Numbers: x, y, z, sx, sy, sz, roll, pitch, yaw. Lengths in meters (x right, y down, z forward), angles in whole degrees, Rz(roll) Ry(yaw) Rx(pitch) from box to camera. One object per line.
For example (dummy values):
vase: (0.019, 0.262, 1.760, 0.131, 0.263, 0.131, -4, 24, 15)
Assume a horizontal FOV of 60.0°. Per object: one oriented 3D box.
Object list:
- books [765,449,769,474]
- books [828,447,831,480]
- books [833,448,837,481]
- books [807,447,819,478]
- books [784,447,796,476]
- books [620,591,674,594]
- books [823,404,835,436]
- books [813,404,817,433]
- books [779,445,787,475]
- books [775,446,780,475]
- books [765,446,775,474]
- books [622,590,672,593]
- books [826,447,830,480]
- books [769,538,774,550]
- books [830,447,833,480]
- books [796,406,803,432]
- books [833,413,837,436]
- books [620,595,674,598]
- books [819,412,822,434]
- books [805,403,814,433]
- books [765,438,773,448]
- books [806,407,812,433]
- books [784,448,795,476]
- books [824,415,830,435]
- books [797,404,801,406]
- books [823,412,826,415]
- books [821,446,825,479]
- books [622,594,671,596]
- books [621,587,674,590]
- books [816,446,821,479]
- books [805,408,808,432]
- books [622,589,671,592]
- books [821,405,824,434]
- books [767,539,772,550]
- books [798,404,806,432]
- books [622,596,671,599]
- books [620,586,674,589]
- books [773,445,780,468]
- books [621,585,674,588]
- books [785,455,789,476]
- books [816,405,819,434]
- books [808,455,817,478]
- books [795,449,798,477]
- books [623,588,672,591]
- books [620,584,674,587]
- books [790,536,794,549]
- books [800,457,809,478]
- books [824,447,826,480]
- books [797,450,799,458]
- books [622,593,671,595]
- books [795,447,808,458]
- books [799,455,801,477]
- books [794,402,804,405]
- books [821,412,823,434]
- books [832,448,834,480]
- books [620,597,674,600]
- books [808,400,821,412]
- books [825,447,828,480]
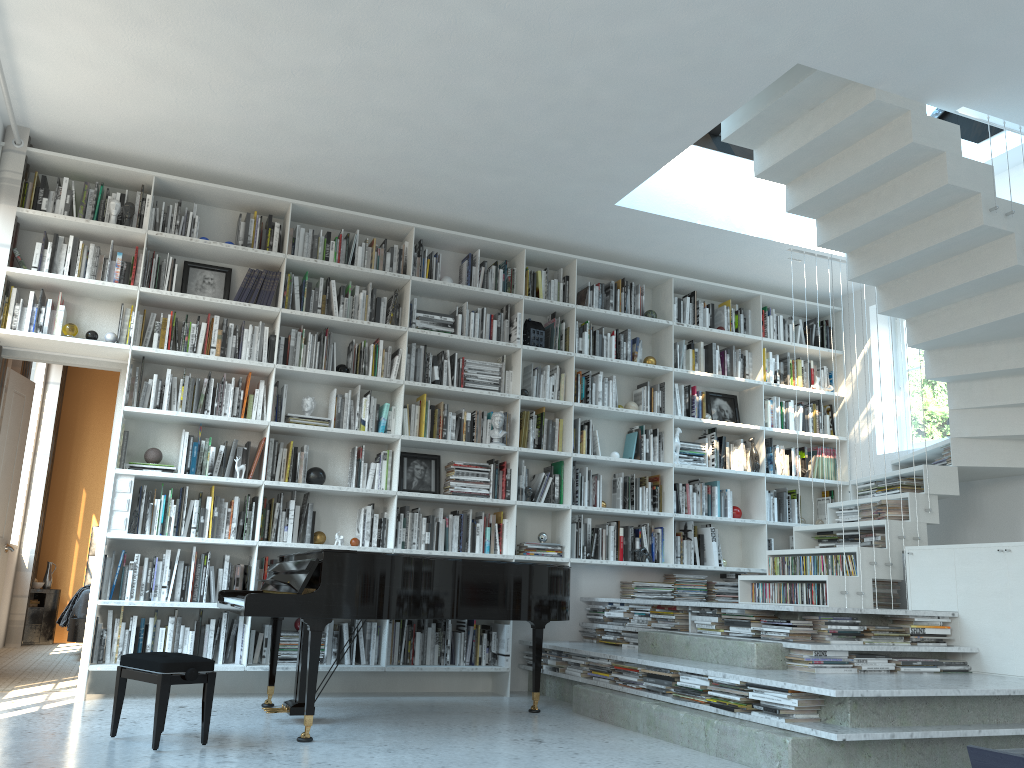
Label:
books: (2.010, 0.640, 7.176, 0.066, 0.236, 0.144, 7, -14, -22)
books: (2.589, 0.684, 7.392, 0.018, 0.292, 0.169, 7, -14, -22)
books: (2.644, 0.689, 7.403, 0.018, 0.292, 0.169, 7, -14, -22)
books: (2.465, 0.670, 7.341, 0.072, 0.291, 0.169, 7, -14, -22)
books: (2.254, 0.659, 7.263, 0.029, 0.258, 0.171, 7, -14, -22)
books: (0.991, 1.541, 6.540, 0.346, 0.007, 0.194, 8, -14, -24)
books: (2.643, 0.332, 7.488, 0.042, 0.291, 0.186, 7, -14, -22)
books: (2.478, 0.317, 7.419, 0.013, 0.276, 0.188, 7, -14, -22)
books: (2.154, 0.640, 7.205, 0.056, 0.261, 0.177, 7, -14, -22)
books: (2.095, 0.640, 7.181, 0.026, 0.245, 0.181, 7, -14, -22)
books: (2.061, 0.637, 7.168, 0.022, 0.242, 0.171, 7, -14, -22)
books: (0.994, 1.532, 6.534, 0.308, 0.008, 0.195, 9, -15, -27)
books: (2.574, 0.681, 7.381, 0.018, 0.292, 0.169, 7, -14, -22)
books: (1.979, 1.327, 6.906, 0.030, 0.237, 0.151, 7, -14, -22)
books: (2.608, 0.685, 7.394, 0.018, 0.292, 0.169, 7, -14, -22)
books: (2.339, 0.314, 7.357, 0.045, 0.244, 0.177, 7, -14, -22)
books: (2.670, 0.372, 7.493, 0.021, 0.218, 0.184, 7, -14, -22)
books: (0.992, 1.561, 6.526, 0.346, 0.007, 0.194, 6, -14, -17)
books: (2.522, 0.354, 7.426, 0.025, 0.211, 0.188, 7, -14, -22)
books: (2.465, 0.313, 7.418, 0.012, 0.282, 0.152, 7, -14, -22)
books: (2.071, 0.605, 7.200, 0.012, 0.321, 0.142, 7, -14, -22)
books: (2.444, 0.328, 7.416, 0.025, 0.252, 0.160, 7, -14, -22)
books: (2.235, 0.659, 7.243, 0.022, 0.246, 0.181, 7, -14, -22)
books: (2.593, 0.372, 7.453, 0.029, 0.195, 0.192, 7, -14, -22)
books: (2.375, 0.312, 7.405, 0.010, 0.273, 0.130, 7, -14, -22)
books: (2.604, 0.365, 7.498, 0.024, 0.229, 0.131, 7, -14, -22)
books: (2.528, 0.672, 7.352, 0.018, 0.292, 0.169, 7, -14, -22)
books: (0.991, 1.554, 6.531, 0.308, 0.008, 0.195, 7, -14, -18)
books: (0.996, 1.511, 6.545, 0.346, 0.007, 0.194, 8, -15, -25)
books: (2.500, 0.672, 7.356, 0.033, 0.293, 0.169, 7, -14, -22)
books: (2.415, 0.334, 7.414, 0.028, 0.236, 0.146, 7, -14, -22)
books: (0.989, 1.527, 6.548, 0.308, 0.008, 0.195, 8, -14, -22)
books: (2.569, 0.329, 7.469, 0.013, 0.282, 0.149, 7, -14, -22)
books: (1.959, 1.326, 6.896, 0.014, 0.233, 0.183, 7, -14, -22)
books: (2.368, 0.312, 7.376, 0.023, 0.257, 0.184, 7, -14, -22)
books: (0.990, 1.569, 6.528, 0.308, 0.008, 0.195, 9, -15, -26)
books: (0.995, 1.505, 6.549, 0.346, 0.007, 0.194, 7, -14, -20)
books: (2.113, 0.636, 7.203, 0.022, 0.265, 0.157, 7, -14, -22)
books: (0.999, 1.496, 6.543, 0.346, 0.007, 0.194, 9, -15, -27)
books: (2.188, 0.680, 7.212, 0.023, 0.189, 0.170, 7, -14, -22)
books: (2.498, 0.324, 7.423, 0.028, 0.267, 0.173, 7, -14, -22)
books: (2.427, 0.703, 7.316, 0.089, 0.216, 0.167, 7, -14, -22)
books: (2.292, 0.668, 7.285, 0.012, 0.253, 0.161, 7, -14, -22)
books: (0.997, 1.518, 6.538, 0.308, 0.008, 0.195, 6, -14, -17)
books: (0.995, 1.490, 6.552, 0.346, 0.007, 0.194, 7, -14, -20)
books: (2.268, 1.347, 7.048, 0.012, 0.284, 0.160, 7, -14, -22)
books: (2.356, 0.704, 7.268, 0.024, 0.180, 0.191, 7, -14, -22)
books: (2.539, 0.677, 7.372, 0.018, 0.292, 0.169, 7, -14, -22)
books: (2.308, 0.674, 7.295, 0.025, 0.248, 0.134, 7, -14, -22)
books: (0.989, 1.548, 6.537, 0.308, 0.008, 0.195, 7, -14, -20)
books: (2.371, 0.665, 7.312, 0.026, 0.277, 0.170, 7, -14, -22)
books: (2.324, 0.697, 7.300, 0.014, 0.206, 0.138, 7, -14, -22)
books: (2.392, 0.304, 7.410, 0.024, 0.291, 0.132, 7, -14, -22)
books: (2.541, 0.355, 7.444, 0.025, 0.219, 0.178, 7, -14, -22)
books: (2.623, 0.688, 7.405, 0.018, 0.292, 0.169, 7, -14, -22)
books: (0.990, 1.576, 6.526, 0.346, 0.007, 0.194, 7, -14, -18)
books: (2.555, 0.307, 7.477, 0.013, 0.329, 0.140, 7, -14, -22)
books: (2.556, 0.680, 7.378, 0.018, 0.292, 0.169, 7, -14, -22)
